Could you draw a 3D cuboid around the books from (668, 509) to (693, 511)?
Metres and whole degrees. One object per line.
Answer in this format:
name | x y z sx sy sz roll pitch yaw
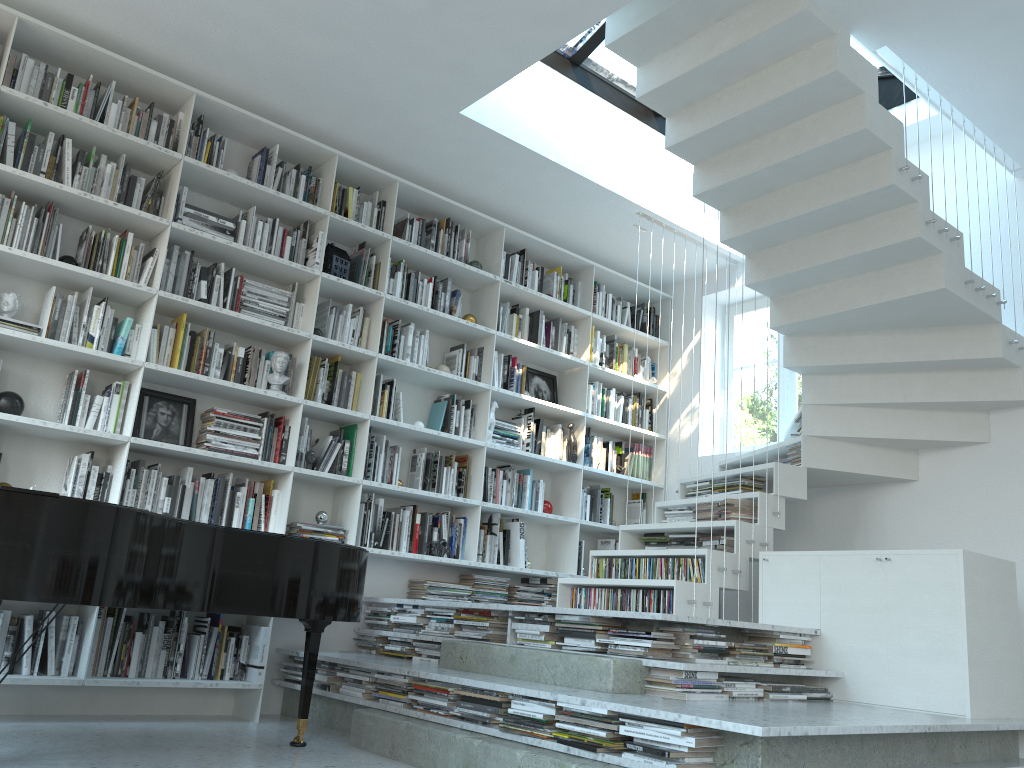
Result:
books | 1.073 0.783 5.415 0.157 0.014 0.180 18 -20 -41

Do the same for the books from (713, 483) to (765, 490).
books | 1.346 0.617 5.267 0.177 0.007 0.254 13 -17 -30

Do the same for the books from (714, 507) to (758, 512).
books | 1.286 0.708 4.916 0.295 0.007 0.146 7 -15 -8

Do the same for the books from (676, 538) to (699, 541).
books | 1.051 0.903 5.101 0.133 0.017 0.178 15 -18 -33

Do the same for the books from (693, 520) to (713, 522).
books | 1.181 0.811 5.141 0.200 0.014 0.178 15 -18 -33

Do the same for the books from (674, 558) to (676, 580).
books | 0.887 0.973 4.601 0.125 0.125 0.007 16 -18 -37

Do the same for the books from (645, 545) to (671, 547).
books | 0.906 0.971 5.261 0.132 0.010 0.198 15 -18 -33

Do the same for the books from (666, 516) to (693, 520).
books | 1.078 0.827 5.410 0.143 0.019 0.231 17 -19 -38

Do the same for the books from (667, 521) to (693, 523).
books | 1.068 0.851 5.397 0.160 0.010 0.180 15 -18 -34

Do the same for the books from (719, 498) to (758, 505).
books | 1.288 0.668 4.937 0.234 0.025 0.158 5 -15 -1

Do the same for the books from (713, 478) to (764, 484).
books | 1.344 0.588 5.272 0.191 0.013 0.244 12 -17 -27

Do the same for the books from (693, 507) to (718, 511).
books | 1.187 0.736 5.160 0.218 0.012 0.156 11 -16 -22

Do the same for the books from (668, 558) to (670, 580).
books | 0.861 0.980 4.632 0.125 0.125 0.008 16 -18 -37

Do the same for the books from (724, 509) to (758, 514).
books | 1.283 0.721 4.928 0.231 0.011 0.172 5 -15 -2

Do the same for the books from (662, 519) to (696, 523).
books | 1.076 0.842 5.406 0.145 0.012 0.297 17 -19 -38

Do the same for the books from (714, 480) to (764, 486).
books | 1.350 0.600 5.274 0.174 0.009 0.240 13 -17 -29

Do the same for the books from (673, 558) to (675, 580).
books | 0.882 0.975 4.607 0.125 0.125 0.007 16 -18 -37

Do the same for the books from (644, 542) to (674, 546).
books | 0.901 0.954 5.260 0.181 0.022 0.140 -10 -21 43

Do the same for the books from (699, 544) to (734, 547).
books | 1.150 0.886 4.818 0.161 0.007 0.254 10 -16 -18

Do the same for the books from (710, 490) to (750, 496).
books | 1.335 0.661 5.252 0.182 0.013 0.288 11 -17 -24

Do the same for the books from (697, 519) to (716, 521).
books | 1.172 0.801 5.157 0.139 0.013 0.155 16 -19 -35

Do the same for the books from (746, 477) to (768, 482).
books | 1.369 0.584 5.288 0.134 0.007 0.298 13 -17 -29

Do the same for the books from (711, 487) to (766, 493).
books | 1.343 0.638 5.261 0.187 0.009 0.261 13 -17 -28

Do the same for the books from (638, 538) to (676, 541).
books | 0.884 0.927 5.251 0.198 0.006 0.188 18 -20 -41

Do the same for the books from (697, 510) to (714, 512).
books | 1.174 0.751 5.173 0.159 0.012 0.129 11 -16 -23

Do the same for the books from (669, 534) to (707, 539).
books | 1.034 0.882 5.090 0.194 0.014 0.178 -10 -21 44

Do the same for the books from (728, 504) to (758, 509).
books | 1.285 0.695 4.937 0.184 0.016 0.179 7 -15 -10

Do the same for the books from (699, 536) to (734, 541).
books | 1.149 0.848 4.826 0.169 0.014 0.213 10 -16 -18

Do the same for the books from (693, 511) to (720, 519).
books | 1.192 0.769 5.141 0.178 0.035 0.222 15 -18 -33

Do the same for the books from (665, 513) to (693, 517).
books | 1.075 0.809 5.412 0.150 0.016 0.240 17 -20 -39

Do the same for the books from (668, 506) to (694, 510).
books | 1.076 0.769 5.420 0.157 0.014 0.180 17 -20 -39

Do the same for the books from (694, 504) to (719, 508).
books | 1.187 0.722 5.165 0.167 0.017 0.190 15 -18 -35

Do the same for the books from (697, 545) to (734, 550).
books | 1.135 0.896 4.810 0.172 0.019 0.240 8 -16 -13

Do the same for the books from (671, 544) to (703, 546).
books | 1.039 0.934 5.085 0.150 0.013 0.220 14 -18 -32

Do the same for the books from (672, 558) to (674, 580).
books | 0.877 0.976 4.613 0.125 0.125 0.009 16 -18 -37

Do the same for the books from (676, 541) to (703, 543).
books | 1.055 0.916 5.101 0.129 0.008 0.186 17 -19 -38

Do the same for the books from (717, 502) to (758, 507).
books | 1.288 0.681 4.925 0.254 0.005 0.161 6 -15 -6

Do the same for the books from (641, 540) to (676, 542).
books | 0.897 0.938 5.260 0.160 0.009 0.208 18 -20 -41

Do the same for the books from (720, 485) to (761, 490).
books | 1.354 0.629 5.270 0.154 0.014 0.197 12 -17 -25

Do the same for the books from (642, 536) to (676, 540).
books | 0.900 0.922 5.265 0.161 0.012 0.195 17 -20 -40

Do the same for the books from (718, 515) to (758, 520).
books | 1.281 0.751 4.919 0.222 0.011 0.180 6 -15 -7

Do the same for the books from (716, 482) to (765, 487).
books | 1.358 0.611 5.276 0.144 0.011 0.257 14 -18 -30

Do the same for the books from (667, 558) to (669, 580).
books | 0.855 0.981 4.638 0.125 0.125 0.007 16 -18 -37

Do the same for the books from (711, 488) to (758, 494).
books | 1.335 0.648 5.255 0.191 0.014 0.244 12 -17 -25

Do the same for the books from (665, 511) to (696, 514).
books | 1.064 0.792 5.405 0.173 0.011 0.203 19 -20 -42

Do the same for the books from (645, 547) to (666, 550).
books | 0.899 0.982 5.253 0.166 0.015 0.146 -10 -21 44

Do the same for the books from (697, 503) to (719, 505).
books | 1.185 0.711 5.172 0.155 0.009 0.155 16 -19 -37

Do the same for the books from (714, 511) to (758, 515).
books | 1.285 0.726 4.911 0.295 0.006 0.147 6 -15 -4

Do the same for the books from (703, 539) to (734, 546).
books | 1.159 0.871 4.824 0.141 0.028 0.223 10 -16 -19

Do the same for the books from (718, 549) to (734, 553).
books | 1.152 0.917 4.811 0.136 0.017 0.289 9 -16 -15

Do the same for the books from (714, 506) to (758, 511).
books | 1.287 0.701 4.918 0.295 0.007 0.146 6 -15 -4

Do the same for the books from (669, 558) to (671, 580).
books | 0.865 0.979 4.627 0.125 0.125 0.008 16 -18 -37

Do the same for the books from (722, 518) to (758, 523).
books | 1.279 0.770 4.917 0.215 0.013 0.190 6 -15 -6

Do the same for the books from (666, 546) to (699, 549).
books | 1.029 0.945 5.074 0.184 0.013 0.225 17 -20 -40

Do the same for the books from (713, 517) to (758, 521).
books | 1.279 0.763 4.929 0.254 0.007 0.189 8 -15 -11

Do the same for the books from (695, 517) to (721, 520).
books | 1.188 0.789 5.139 0.188 0.005 0.182 16 -19 -37

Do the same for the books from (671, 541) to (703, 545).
books | 1.030 0.919 5.079 0.189 0.012 0.155 15 -18 -34

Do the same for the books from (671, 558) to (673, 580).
books | 0.871 0.977 4.620 0.125 0.125 0.010 16 -18 -37

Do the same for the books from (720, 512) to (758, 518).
books | 1.284 0.736 4.909 0.214 0.014 0.138 8 -15 -11
